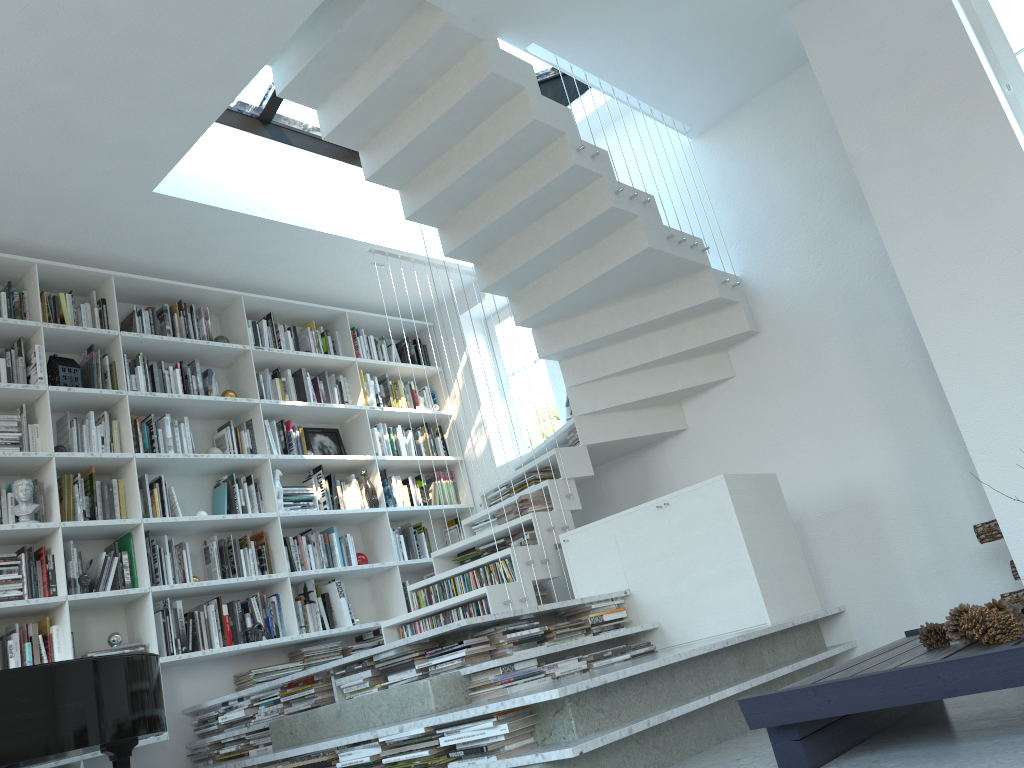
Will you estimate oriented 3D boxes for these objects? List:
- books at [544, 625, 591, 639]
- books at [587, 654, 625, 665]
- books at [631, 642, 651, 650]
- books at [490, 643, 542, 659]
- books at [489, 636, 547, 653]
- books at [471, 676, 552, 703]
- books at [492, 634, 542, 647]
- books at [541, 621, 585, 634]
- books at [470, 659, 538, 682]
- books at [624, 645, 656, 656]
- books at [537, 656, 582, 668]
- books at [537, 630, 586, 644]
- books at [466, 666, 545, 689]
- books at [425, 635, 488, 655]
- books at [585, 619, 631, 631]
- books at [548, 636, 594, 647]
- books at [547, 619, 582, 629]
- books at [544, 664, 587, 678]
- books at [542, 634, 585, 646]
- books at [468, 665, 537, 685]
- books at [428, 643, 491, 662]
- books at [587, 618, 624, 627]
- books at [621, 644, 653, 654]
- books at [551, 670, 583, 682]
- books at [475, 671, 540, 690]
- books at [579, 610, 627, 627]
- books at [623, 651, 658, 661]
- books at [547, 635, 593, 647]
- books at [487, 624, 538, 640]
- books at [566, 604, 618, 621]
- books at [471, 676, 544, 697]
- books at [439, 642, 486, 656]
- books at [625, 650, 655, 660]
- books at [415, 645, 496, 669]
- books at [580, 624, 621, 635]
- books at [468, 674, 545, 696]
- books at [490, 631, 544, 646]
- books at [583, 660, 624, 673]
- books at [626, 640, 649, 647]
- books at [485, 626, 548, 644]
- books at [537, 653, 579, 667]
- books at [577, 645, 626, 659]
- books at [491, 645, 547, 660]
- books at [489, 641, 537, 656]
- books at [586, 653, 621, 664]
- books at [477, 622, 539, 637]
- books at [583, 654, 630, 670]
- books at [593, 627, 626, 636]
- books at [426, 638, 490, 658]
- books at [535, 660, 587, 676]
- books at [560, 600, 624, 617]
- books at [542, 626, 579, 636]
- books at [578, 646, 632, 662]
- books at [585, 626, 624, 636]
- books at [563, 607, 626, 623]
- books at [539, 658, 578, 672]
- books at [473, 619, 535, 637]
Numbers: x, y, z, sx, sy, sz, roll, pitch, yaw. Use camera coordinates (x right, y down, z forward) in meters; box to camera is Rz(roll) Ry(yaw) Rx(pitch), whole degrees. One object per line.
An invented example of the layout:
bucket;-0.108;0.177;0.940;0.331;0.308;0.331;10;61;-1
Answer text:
books;0.201;1.108;3.919;0.188;0.014;0.273;-26;-21;33
books;0.365;1.214;3.875;0.161;0.005;0.254;-26;-21;33
books;0.525;1.224;4.089;0.133;0.014;0.229;-28;-22;36
books;0.000;1.124;3.721;0.149;0.012;0.227;-27;-22;35
books;0.007;1.095;3.717;0.189;0.013;0.215;-28;-22;36
books;-0.001;1.185;3.441;0.200;0.023;0.262;-27;-22;35
books;-0.003;1.087;3.727;0.168;0.012;0.210;-29;-22;38
books;0.183;1.092;3.936;0.173;0.013;0.246;-28;-22;36
books;-0.031;1.120;3.473;0.158;0.025;0.234;-26;-21;33
books;0.537;1.242;4.077;0.152;0.017;0.234;-29;-22;38
books;0.158;1.164;3.682;0.153;0.005;0.242;-29;-22;38
books;0.194;1.127;3.924;0.177;0.015;0.215;-29;-22;38
books;-0.025;1.147;3.465;0.292;0.012;0.160;4;-25;-45
books;-0.228;1.073;3.640;0.229;0.014;0.149;-27;-22;35
books;0.401;1.138;4.139;0.281;0.008;0.181;3;-24;-43
books;0.204;1.154;3.913;0.291;0.007;0.174;4;-25;-45
books;0.185;1.079;3.936;0.173;0.011;0.203;-26;-21;33
books;0.179;1.197;3.660;0.170;0.019;0.232;-26;-21;33
books;0.186;1.147;3.930;0.134;0.014;0.294;-27;-21;34
books;-0.036;1.141;3.476;0.257;0.010;0.132;3;-25;-44
books;-0.215;1.103;3.636;0.243;0.012;0.137;-29;-22;38
books;0.384;1.135;4.155;0.160;0.014;0.268;-28;-22;36
books;0.531;1.232;4.083;0.225;0.007;0.133;3;-25;-44
books;0.173;1.218;3.664;0.153;0.015;0.208;-27;-22;35
books;-0.019;1.157;3.459;0.210;0.012;0.168;3;-25;-44
books;0.385;1.111;4.156;0.177;0.030;0.284;-29;-22;38
books;0.547;1.259;4.067;0.152;0.006;0.262;-26;-21;33
books;0.202;1.148;3.914;0.287;0.005;0.165;3;-24;-43
books;-0.017;1.054;3.742;0.154;0.018;0.221;-29;-22;38
books;0.376;1.075;4.167;0.192;0.024;0.168;3;-24;-43
books;-0.019;1.179;3.457;0.165;0.006;0.264;-29;-22;38
books;-0.203;1.094;3.656;0.190;0.011;0.091;-27;-22;35
books;0.542;1.253;4.072;0.160;0.010;0.179;-28;-22;37
books;-0.229;1.113;3.615;0.298;0.014;0.185;-28;-22;36
books;0.386;1.158;4.151;0.132;0.016;0.262;-26;-21;32
books;-0.020;1.172;3.459;0.160;0.008;0.285;-27;-22;35
books;-0.007;1.079;3.732;0.260;0.009;0.153;4;-25;-45
books;0.361;1.243;3.877;0.144;0.009;0.250;-28;-22;36
books;0.523;1.214;4.092;0.215;0.007;0.131;5;-25;-46
books;0.005;1.060;3.722;0.230;0.015;0.190;3;-24;-43
books;0.154;1.156;3.686;0.149;0.013;0.220;-28;-22;36
books;0.352;1.183;3.880;0.177;0.008;0.275;-28;-22;37
books;0.014;1.132;3.708;0.178;0.015;0.216;-27;-22;35
books;-0.006;1.115;3.728;0.132;0.012;0.208;-26;-21;33
books;0.351;1.214;3.888;0.273;0.009;0.129;4;-25;-45
books;-0.015;1.038;3.741;0.159;0.009;0.228;-26;-21;33
books;0.372;1.222;3.868;0.250;0.018;0.178;4;-25;-45
books;0.402;1.173;4.136;0.178;0.011;0.220;-27;-22;35
books;-0.223;1.083;3.639;0.132;0.009;0.270;3;-25;-44
books;0.168;1.186;3.671;0.159;0.012;0.273;-27;-22;35
books;0.379;1.054;4.166;0.181;0.013;0.286;-26;-21;33
books;0.182;1.105;3.936;0.179;0.010;0.160;5;-25;-46
books;0.366;1.192;3.876;0.190;0.018;0.287;-28;-22;36
books;0.393;1.167;4.144;0.153;0.009;0.259;-27;-21;34
books;0.385;1.089;4.157;0.261;0.012;0.180;3;-25;-44
books;0.157;1.177;3.682;0.211;0.018;0.135;4;-25;-45
books;-0.032;1.035;3.757;0.129;0.016;0.261;-28;-22;36
